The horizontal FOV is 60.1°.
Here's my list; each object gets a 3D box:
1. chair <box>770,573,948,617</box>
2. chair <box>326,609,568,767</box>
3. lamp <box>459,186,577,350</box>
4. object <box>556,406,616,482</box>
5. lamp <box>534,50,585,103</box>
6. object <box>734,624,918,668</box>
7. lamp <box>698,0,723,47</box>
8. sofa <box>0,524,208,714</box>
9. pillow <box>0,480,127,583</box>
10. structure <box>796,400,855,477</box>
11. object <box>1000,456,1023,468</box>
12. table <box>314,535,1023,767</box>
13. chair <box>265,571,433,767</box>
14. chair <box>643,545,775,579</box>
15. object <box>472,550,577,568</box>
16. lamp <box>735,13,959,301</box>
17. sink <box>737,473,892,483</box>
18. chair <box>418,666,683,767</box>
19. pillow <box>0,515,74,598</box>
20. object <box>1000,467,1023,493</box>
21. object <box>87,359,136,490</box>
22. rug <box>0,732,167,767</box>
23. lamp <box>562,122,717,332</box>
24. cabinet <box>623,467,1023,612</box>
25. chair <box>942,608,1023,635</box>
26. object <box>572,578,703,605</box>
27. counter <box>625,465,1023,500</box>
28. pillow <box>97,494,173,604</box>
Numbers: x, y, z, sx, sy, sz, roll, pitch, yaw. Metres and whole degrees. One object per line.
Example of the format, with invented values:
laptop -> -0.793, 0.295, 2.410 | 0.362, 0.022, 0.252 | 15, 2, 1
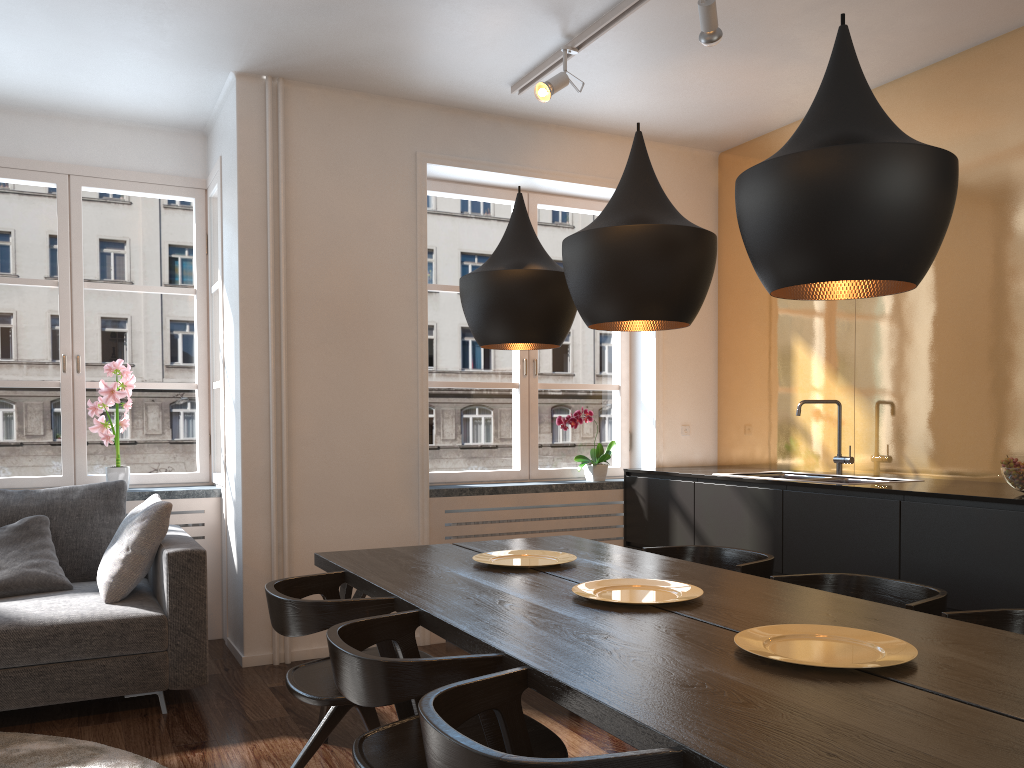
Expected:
chair -> 0.968, 0.929, 2.581 | 0.519, 0.672, 0.593 | 0, 0, -28
chair -> -0.160, 0.911, 2.072 | 0.519, 0.672, 0.593 | 0, 0, -26
lamp -> 0.027, -0.396, 2.992 | 0.411, 0.542, 0.410 | 0, 0, 7
object -> 0.438, 0.346, 5.094 | 0.229, 0.437, 0.406 | 0, 0, 40
lamp -> 0.200, -1.308, 3.780 | 0.250, 0.240, 0.085 | 0, 1, -40
object -> 0.640, 0.543, 1.821 | 0.356, 0.017, 0.356 | 1, -3, -23
lamp -> 0.696, -1.342, 3.107 | 0.085, 0.239, 0.251 | 0, 0, 14
sofa -> -2.599, 0.960, 2.916 | 3.067, 0.672, 2.040 | 1, -2, -27
pillow -> -2.216, 0.697, 4.065 | 0.836, 0.477, 0.275 | 0, 0, -26
structure -> 1.546, 0.270, 4.365 | 0.266, 0.386, 0.109 | 0, 1, -11
object -> 1.876, 0.310, 3.167 | 0.178, 0.173, 0.239 | 0, -1, -42
table -> 0.317, 0.919, 2.397 | 1.106, 0.679, 2.501 | 0, -2, -27
chair -> -0.470, 0.940, 2.680 | 0.519, 0.672, 0.593 | 0, 0, -28
chair -> 0.675, 0.959, 3.230 | 0.519, 0.672, 0.593 | 0, 0, -30
object -> 0.043, 0.599, 3.015 | 0.356, 0.017, 0.356 | 1, -3, -23
lamp -> 0.651, -0.455, 1.743 | 0.411, 0.542, 0.410 | 0, 0, 21
sink -> 2.005, 0.372, 3.109 | 0.482, 0.244, 3.416 | 1, -3, -28
chair -> 0.114, 0.885, 1.525 | 0.519, 0.672, 0.593 | 0, 0, -28
pillow -> -2.217, 0.744, 3.798 | 0.492, 0.321, 0.444 | 1, -2, -45
object -> 1.883, 0.349, 3.184 | 0.219, 0.097, 0.219 | -1, -2, 21
object -> -2.093, 0.216, 4.640 | 0.297, 0.691, 0.200 | 1, 2, 42
rug -> -2.112, 1.242, 1.908 | 2.838, 0.012, 2.837 | -3, -4, 43
lamp -> 0.339, -0.426, 2.367 | 0.411, 0.542, 0.410 | 0, 0, 40
cabinet -> 2.103, 0.839, 3.024 | 0.732, 0.900, 5.065 | 0, -2, -27
chair -> 1.240, 0.903, 2.037 | 0.519, 0.672, 0.593 | 0, 0, -27
object -> 0.342, 0.571, 2.418 | 0.356, 0.017, 0.356 | -3, -4, 44
counter -> 2.102, 0.389, 3.011 | 0.732, 0.002, 5.063 | 1, -3, -27
pillow -> -1.647, 0.702, 3.836 | 0.286, 0.415, 0.494 | 0, -1, -28
